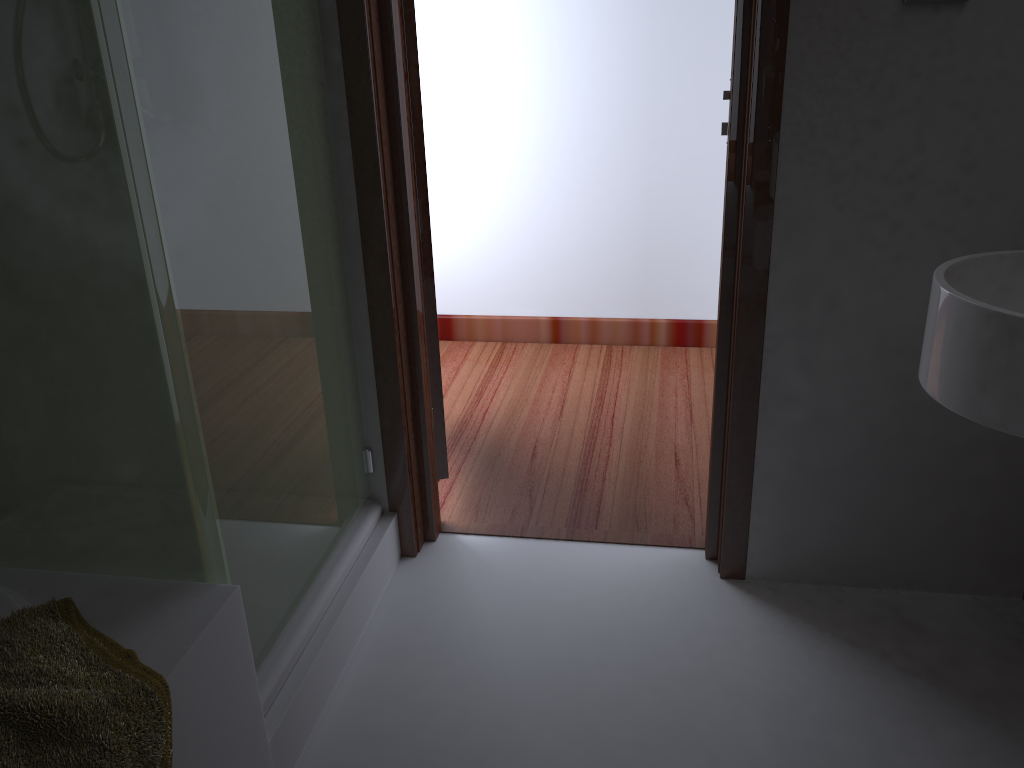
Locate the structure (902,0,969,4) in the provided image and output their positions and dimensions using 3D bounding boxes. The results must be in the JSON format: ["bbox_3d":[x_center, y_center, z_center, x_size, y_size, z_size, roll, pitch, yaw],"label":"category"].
[{"bbox_3d":[0.747,-0.750,1.538,0.109,0.164,0.028,2,23,10],"label":"structure"}]

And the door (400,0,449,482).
[{"bbox_3d":[-0.286,-0.692,2.291,0.095,1.780,0.708,-7,23,-12],"label":"door"}]

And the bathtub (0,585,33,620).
[{"bbox_3d":[-1.081,0.801,0.744,0.881,0.424,1.683,2,23,10],"label":"bathtub"}]

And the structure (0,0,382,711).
[{"bbox_3d":[-0.909,-0.386,1.599,1.015,2.079,0.765,2,23,10],"label":"structure"}]

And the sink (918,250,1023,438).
[{"bbox_3d":[0.837,-0.088,1.298,0.417,0.715,0.415,2,23,10],"label":"sink"}]

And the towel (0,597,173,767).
[{"bbox_3d":[-0.629,0.670,0.962,0.349,0.452,0.890,0,23,5],"label":"towel"}]
